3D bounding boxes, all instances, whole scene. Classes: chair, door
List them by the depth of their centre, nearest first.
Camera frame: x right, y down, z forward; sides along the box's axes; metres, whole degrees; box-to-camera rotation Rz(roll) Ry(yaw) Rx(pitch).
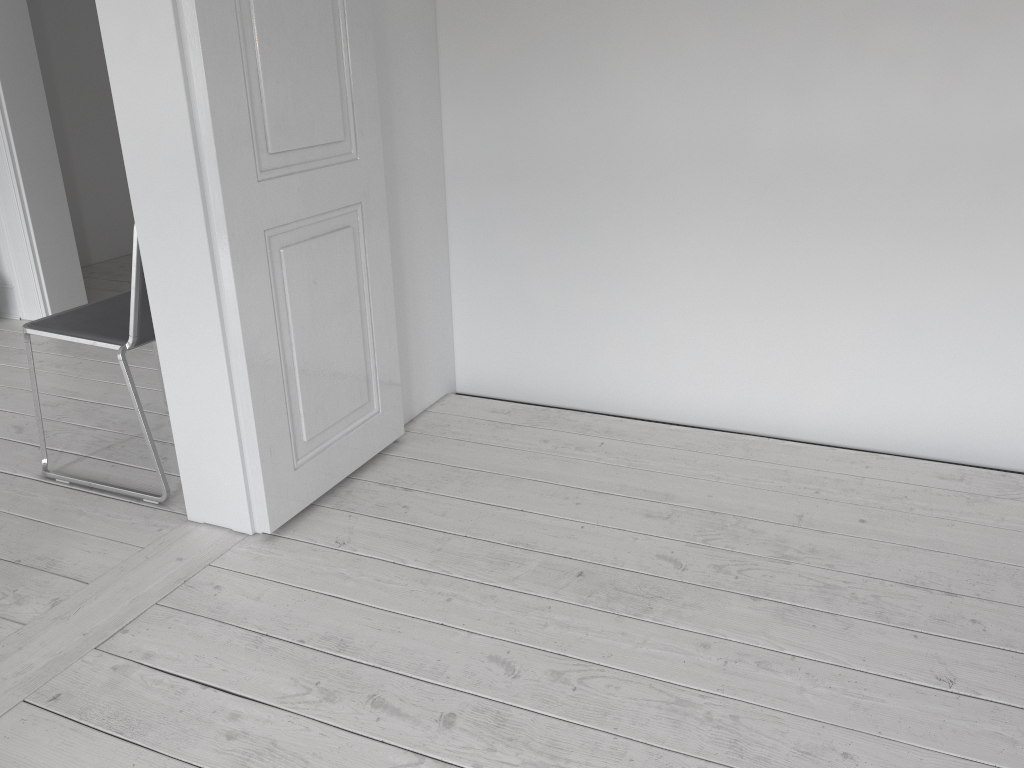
[{"bbox_3d":[-0.523,-0.820,2.119,0.034,2.323,0.667,7,23,23],"label":"door"},{"bbox_3d":[-1.077,-0.158,2.639,0.525,0.796,0.562,7,23,23],"label":"chair"}]
